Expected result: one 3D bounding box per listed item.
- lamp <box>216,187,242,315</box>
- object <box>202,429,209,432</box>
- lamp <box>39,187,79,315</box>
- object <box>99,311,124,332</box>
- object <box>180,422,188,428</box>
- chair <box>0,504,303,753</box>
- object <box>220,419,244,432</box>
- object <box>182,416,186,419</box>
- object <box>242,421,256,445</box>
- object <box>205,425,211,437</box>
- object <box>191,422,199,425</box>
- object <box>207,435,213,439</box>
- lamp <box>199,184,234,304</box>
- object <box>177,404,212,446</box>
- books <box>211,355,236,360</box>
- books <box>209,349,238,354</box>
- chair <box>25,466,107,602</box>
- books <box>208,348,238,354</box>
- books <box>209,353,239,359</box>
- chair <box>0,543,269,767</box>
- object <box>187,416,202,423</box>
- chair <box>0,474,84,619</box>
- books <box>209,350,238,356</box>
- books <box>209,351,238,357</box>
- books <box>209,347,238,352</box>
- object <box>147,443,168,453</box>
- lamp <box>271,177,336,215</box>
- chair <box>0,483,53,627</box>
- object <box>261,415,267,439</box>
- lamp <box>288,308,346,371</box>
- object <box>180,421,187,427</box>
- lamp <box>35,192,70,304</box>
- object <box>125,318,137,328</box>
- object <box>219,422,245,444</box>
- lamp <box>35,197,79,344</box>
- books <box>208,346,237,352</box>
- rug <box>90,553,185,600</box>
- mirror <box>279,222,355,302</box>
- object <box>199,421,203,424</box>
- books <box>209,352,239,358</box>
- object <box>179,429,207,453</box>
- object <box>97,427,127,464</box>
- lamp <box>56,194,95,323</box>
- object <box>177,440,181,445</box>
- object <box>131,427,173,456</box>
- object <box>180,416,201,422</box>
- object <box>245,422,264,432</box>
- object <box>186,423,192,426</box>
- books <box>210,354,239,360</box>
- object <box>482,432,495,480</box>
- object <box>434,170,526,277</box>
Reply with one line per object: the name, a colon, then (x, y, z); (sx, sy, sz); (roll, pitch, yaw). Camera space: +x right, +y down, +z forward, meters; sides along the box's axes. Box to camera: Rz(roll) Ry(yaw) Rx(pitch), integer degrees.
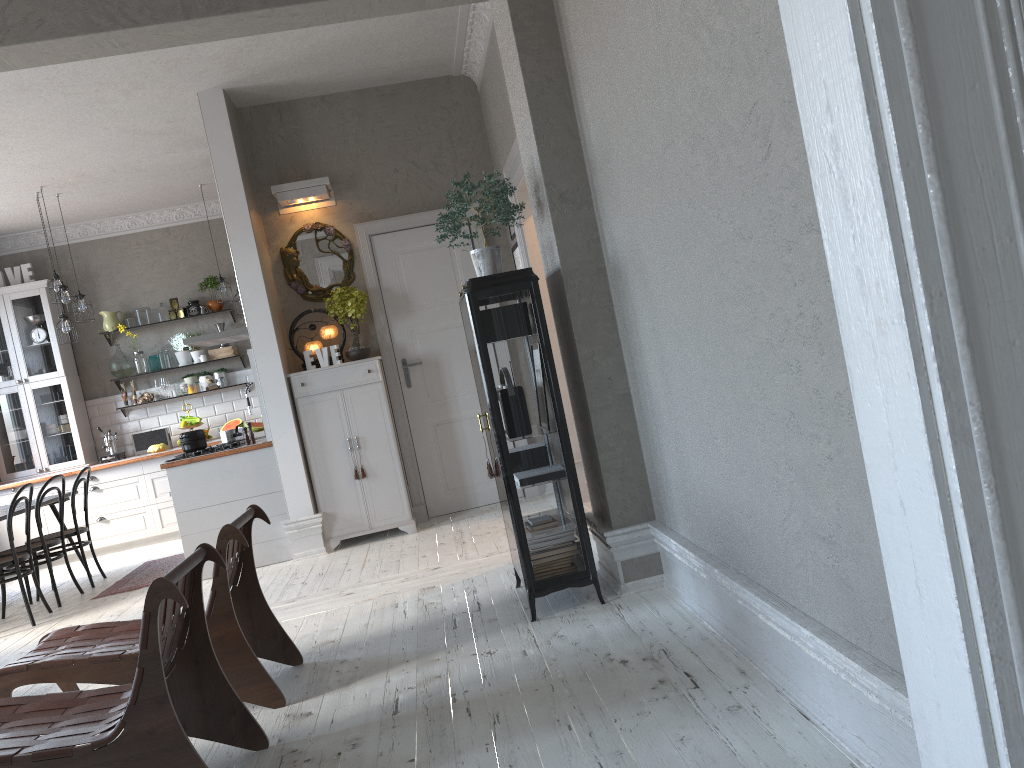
lamp: (-2.799, -1.544, 8.671); (0.149, 1.735, 0.144); (-13, 3, -35)
object: (-3.184, 0.490, 9.131); (0.128, 0.056, 0.059); (-12, 2, -15)
lamp: (-3.960, -1.449, 7.535); (0.143, 1.735, 0.150); (-9, 3, 40)
object: (-4.109, -0.646, 9.100); (0.190, 0.216, 0.174); (-11, 2, 7)
object: (-3.358, 0.428, 9.087); (0.097, 0.078, 0.099); (-12, 2, -20)
chair: (-1.434, 0.956, 3.470); (1.022, 0.721, 0.504); (-12, 2, -7)
object: (-2.840, 0.452, 8.985); (0.233, 0.174, 0.219); (-11, 2, 15)
object: (-3.360, 0.348, 9.059); (0.074, 0.058, 0.050); (-13, 3, -30)
object: (-1.891, 0.352, 6.355); (0.073, 0.167, 0.035); (-12, 2, -7)
object: (-3.155, 0.491, 9.127); (0.060, 0.120, 0.127); (-11, 2, 18)
object: (-3.245, 0.414, 9.077); (0.077, 0.062, 0.098); (-13, 3, -34)
object: (-3.188, 0.555, 9.173); (0.213, 0.044, 0.055); (-10, 2, 31)
lamp: (-2.936, -1.636, 8.516); (0.144, 1.735, 0.149); (-10, 3, 25)
object: (-3.296, 0.413, 9.091); (0.357, 0.426, 0.346); (-12, 2, -22)
books: (-3.023, -0.276, 9.322); (0.262, 0.011, 0.157); (-12, 2, -4)
books: (-3.036, -0.340, 9.319); (0.261, 0.011, 0.157); (-11, 2, -1)
chair: (-3.492, 1.151, 6.903); (0.553, 0.921, 0.434); (-12, 2, -9)
books: (-3.039, -0.350, 9.319); (0.260, 0.016, 0.158); (-11, 2, 5)
books: (-3.028, -0.297, 9.321); (0.260, 0.016, 0.158); (-11, 2, 5)
chair: (-1.347, 0.968, 2.622); (1.022, 0.721, 0.504); (-12, 2, -7)
object: (-3.268, 0.359, 9.136); (0.179, 0.096, 0.089); (-11, 2, 13)
chair: (-3.461, 1.161, 6.421); (0.549, 0.921, 0.438); (-11, 2, 1)
books: (-3.034, -0.329, 9.320); (0.262, 0.011, 0.157); (-12, 2, -4)
books: (-3.032, -0.318, 9.320); (0.261, 0.011, 0.157); (-11, 2, -1)
books: (-3.041, -0.361, 9.318); (0.261, 0.016, 0.158); (-11, 2, 2)
object: (-3.556, 0.644, 8.889); (0.198, 0.083, 0.188); (-12, 2, -6)
lamp: (-1.532, -1.385, 6.520); (0.418, 0.171, 0.218); (-12, 2, -7)
chair: (-3.404, 1.168, 5.893); (0.553, 0.921, 0.434); (-12, 2, -9)
object: (-1.894, 0.278, 6.887); (0.090, 0.282, 0.081); (-12, 2, -6)
lamp: (-1.413, -0.276, 6.505); (0.449, 0.558, 0.172); (-11, 2, 0)
object: (-3.339, 0.411, 9.014); (0.059, 0.069, 0.079); (-11, 2, 13)
lamp: (-4.095, -1.560, 7.674); (0.149, 1.735, 0.144); (-12, 3, -20)
object: (-3.948, -0.627, 9.182); (0.104, 0.111, 0.102); (-12, 2, -7)
object: (-2.054, 0.361, 6.645); (0.298, 0.134, 0.177); (-10, 2, 27)
lamp: (-4.109, -1.216, 7.836); (0.150, 1.735, 0.143); (-14, 3, -40)
books: (-3.043, -0.371, 9.318); (0.261, 0.011, 0.157); (-11, 2, -1)
rug: (-2.707, 1.449, 6.969); (0.740, 0.014, 1.282); (-12, 2, -6)
mirror: (-1.447, -0.916, 6.620); (0.535, 0.594, 0.070); (-12, 2, -8)
object: (-3.208, 0.403, 9.112); (0.052, 0.050, 0.049); (-11, 2, 3)
books: (-3.030, -0.308, 9.321); (0.261, 0.016, 0.158); (-11, 2, 2)
object: (-2.295, 0.411, 6.381); (0.193, 0.147, 0.189); (-13, 2, -27)
object: (-4.071, 0.601, 8.931); (0.207, 0.370, 0.351); (-12, 2, -6)
lamp: (-3.970, -1.407, 7.850); (0.149, 1.735, 0.144); (-12, 3, -20)
object: (-3.375, 0.593, 9.101); (0.075, 0.072, 0.154); (-11, 2, 23)
object: (-3.686, 0.592, 9.074); (0.353, 0.226, 0.087); (-12, 2, -8)
object: (-3.291, 0.355, 9.064); (0.211, 0.101, 0.067); (-12, 2, -1)
object: (-2.578, 0.424, 8.972); (0.228, 0.127, 0.146); (-12, 2, -24)
object: (-3.296, 0.424, 9.036); (0.064, 0.061, 0.066); (-12, 2, -7)
books: (-3.026, -0.287, 9.321); (0.261, 0.011, 0.157); (-11, 2, -1)
object: (-0.121, 0.344, 4.253); (0.044, 0.234, 0.041); (-10, 3, 40)
object: (-0.137, -0.716, 3.972); (0.412, 0.506, 0.400); (-11, 2, 9)
